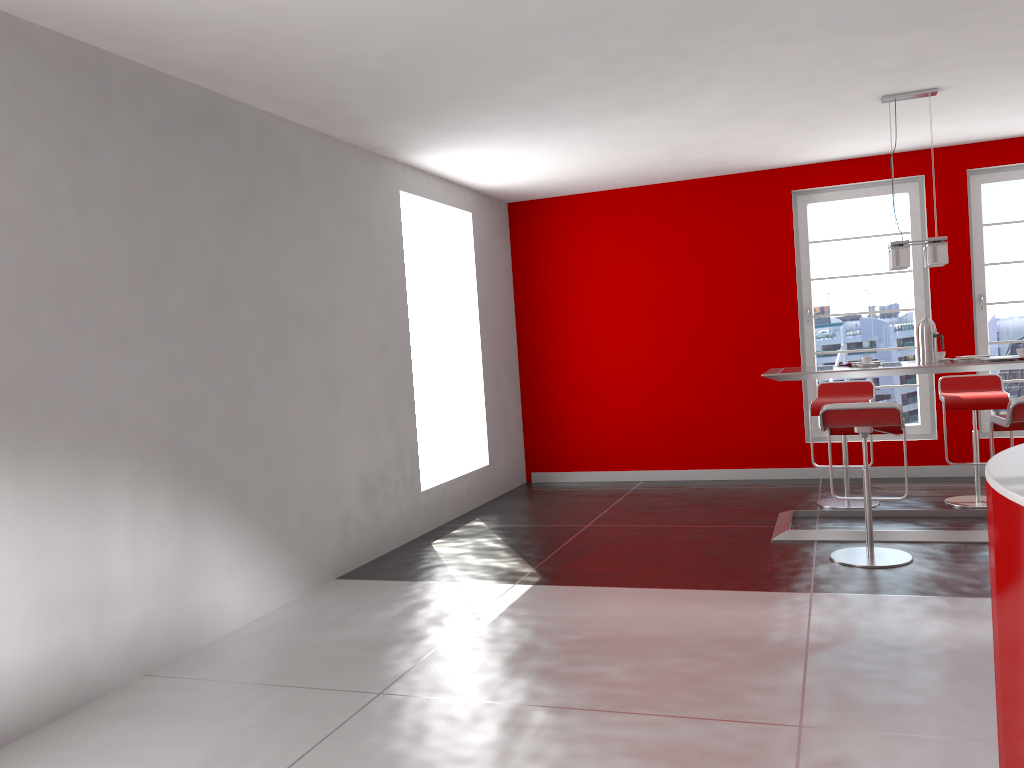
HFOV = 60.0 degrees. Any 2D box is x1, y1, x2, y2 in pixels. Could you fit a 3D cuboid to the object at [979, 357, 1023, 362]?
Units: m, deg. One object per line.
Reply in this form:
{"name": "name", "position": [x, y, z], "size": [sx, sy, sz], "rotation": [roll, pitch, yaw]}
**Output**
{"name": "object", "position": [2.730, -0.136, 4.954], "size": [0.217, 0.015, 0.217], "rotation": [-5, 3, -34]}

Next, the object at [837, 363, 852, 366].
{"name": "object", "position": [2.141, -0.125, 5.718], "size": [0.095, 0.012, 0.234], "rotation": [-3, 2, 19]}

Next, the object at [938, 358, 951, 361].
{"name": "object", "position": [2.618, -0.147, 5.423], "size": [0.119, 0.016, 0.119], "rotation": [-3, 2, 18]}

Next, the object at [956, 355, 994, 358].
{"name": "object", "position": [2.850, -0.165, 5.462], "size": [0.217, 0.015, 0.217], "rotation": [-4, 2, -4]}

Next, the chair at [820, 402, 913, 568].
{"name": "chair", "position": [1.891, 0.511, 4.733], "size": [0.418, 0.857, 0.460], "rotation": [-3, 2, 25]}

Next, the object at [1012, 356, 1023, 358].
{"name": "object", "position": [2.926, -0.154, 5.080], "size": [0.119, 0.016, 0.119], "rotation": [-2, 3, 40]}

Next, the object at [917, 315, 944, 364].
{"name": "object", "position": [2.493, -0.270, 5.287], "size": [0.149, 0.287, 0.113], "rotation": [-3, 3, 28]}

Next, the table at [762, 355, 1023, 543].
{"name": "table", "position": [2.451, 0.375, 5.371], "size": [1.700, 1.000, 0.800], "rotation": [-3, 2, 20]}

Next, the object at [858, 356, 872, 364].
{"name": "object", "position": [2.182, -0.143, 5.474], "size": [0.078, 0.049, 0.062], "rotation": [-2, 3, 43]}

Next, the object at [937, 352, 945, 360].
{"name": "object", "position": [2.613, -0.171, 5.428], "size": [0.062, 0.049, 0.078], "rotation": [-5, 3, -30]}

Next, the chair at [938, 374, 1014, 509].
{"name": "chair", "position": [3.137, 0.375, 6.003], "size": [0.418, 0.857, 0.460], "rotation": [-3, 2, 23]}

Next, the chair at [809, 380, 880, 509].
{"name": "chair", "position": [2.354, 0.418, 6.269], "size": [0.418, 0.857, 0.460], "rotation": [-3, 3, 28]}

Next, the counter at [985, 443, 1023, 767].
{"name": "counter", "position": [2.291, 0.580, 2.003], "size": [2.865, 0.880, 1.868], "rotation": [-6, 3, -36]}

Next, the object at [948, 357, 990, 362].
{"name": "object", "position": [2.685, -0.144, 5.213], "size": [0.217, 0.015, 0.217], "rotation": [-5, 3, -33]}

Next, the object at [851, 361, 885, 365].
{"name": "object", "position": [2.270, -0.133, 5.667], "size": [0.217, 0.015, 0.217], "rotation": [-2, 3, 44]}

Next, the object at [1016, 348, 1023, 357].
{"name": "object", "position": [2.932, -0.179, 5.077], "size": [0.078, 0.049, 0.062], "rotation": [-3, 2, 20]}

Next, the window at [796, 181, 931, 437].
{"name": "window", "position": [2.895, -0.586, 7.319], "size": [0.938, 2.038, 0.117], "rotation": [-3, 2, 20]}

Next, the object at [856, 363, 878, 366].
{"name": "object", "position": [2.189, -0.119, 5.470], "size": [0.119, 0.016, 0.119], "rotation": [-4, 2, 0]}

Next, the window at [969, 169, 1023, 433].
{"name": "window", "position": [4.115, -0.651, 6.872], "size": [0.938, 2.038, 0.117], "rotation": [-3, 2, 20]}

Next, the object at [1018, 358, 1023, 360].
{"name": "object", "position": [2.857, -0.141, 4.901], "size": [0.095, 0.012, 0.234], "rotation": [-3, 2, 20]}

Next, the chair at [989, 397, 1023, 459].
{"name": "chair", "position": [2.673, 0.469, 4.441], "size": [0.418, 0.857, 0.460], "rotation": [-3, 2, 15]}

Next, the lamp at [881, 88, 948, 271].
{"name": "lamp", "position": [2.394, -1.210, 5.288], "size": [0.304, 1.025, 0.304], "rotation": [-3, 2, 20]}

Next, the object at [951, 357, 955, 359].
{"name": "object", "position": [2.721, -0.156, 5.512], "size": [0.095, 0.012, 0.234], "rotation": [-3, 2, 19]}
